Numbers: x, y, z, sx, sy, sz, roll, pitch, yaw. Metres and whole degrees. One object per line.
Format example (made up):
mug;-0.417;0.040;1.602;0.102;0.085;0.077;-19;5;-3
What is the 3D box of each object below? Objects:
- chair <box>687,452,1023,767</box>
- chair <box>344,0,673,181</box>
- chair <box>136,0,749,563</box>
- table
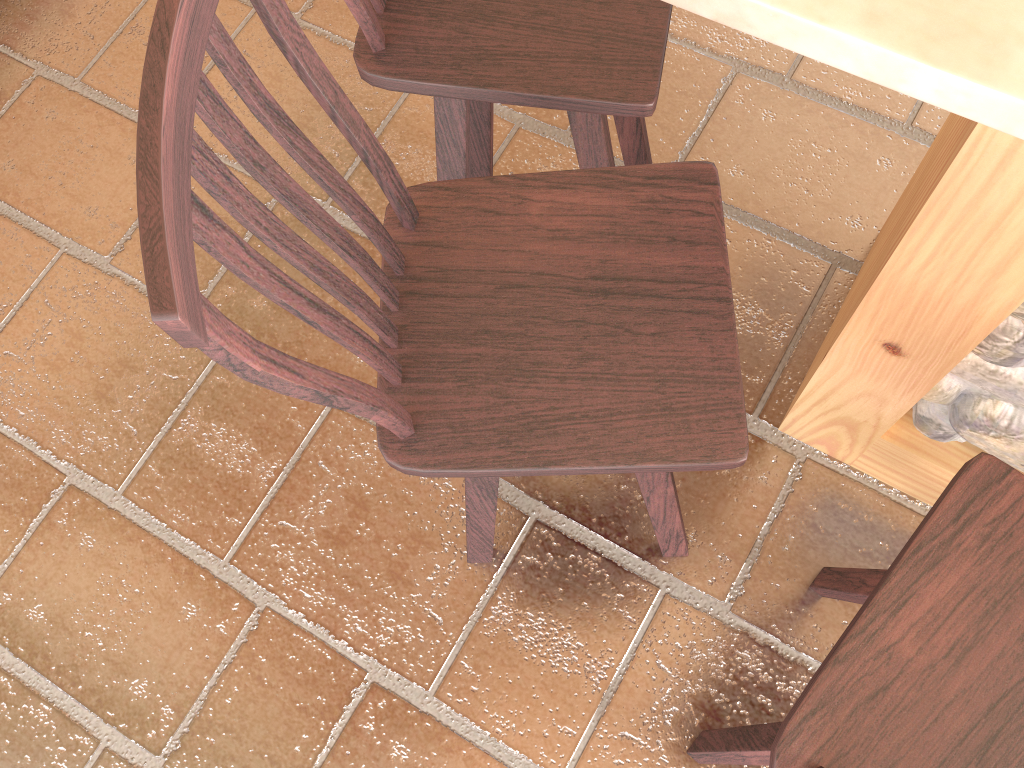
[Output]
chair;0.521;0.424;1.040;0.406;1.319;0.504;38;78;17
chair;0.006;-0.510;1.426;0.504;1.319;0.406;8;71;9
chair;0.041;-0.021;1.247;0.504;1.319;0.406;-3;70;5
table;1.811;0.080;1.069;3.220;1.257;1.196;28;75;14
